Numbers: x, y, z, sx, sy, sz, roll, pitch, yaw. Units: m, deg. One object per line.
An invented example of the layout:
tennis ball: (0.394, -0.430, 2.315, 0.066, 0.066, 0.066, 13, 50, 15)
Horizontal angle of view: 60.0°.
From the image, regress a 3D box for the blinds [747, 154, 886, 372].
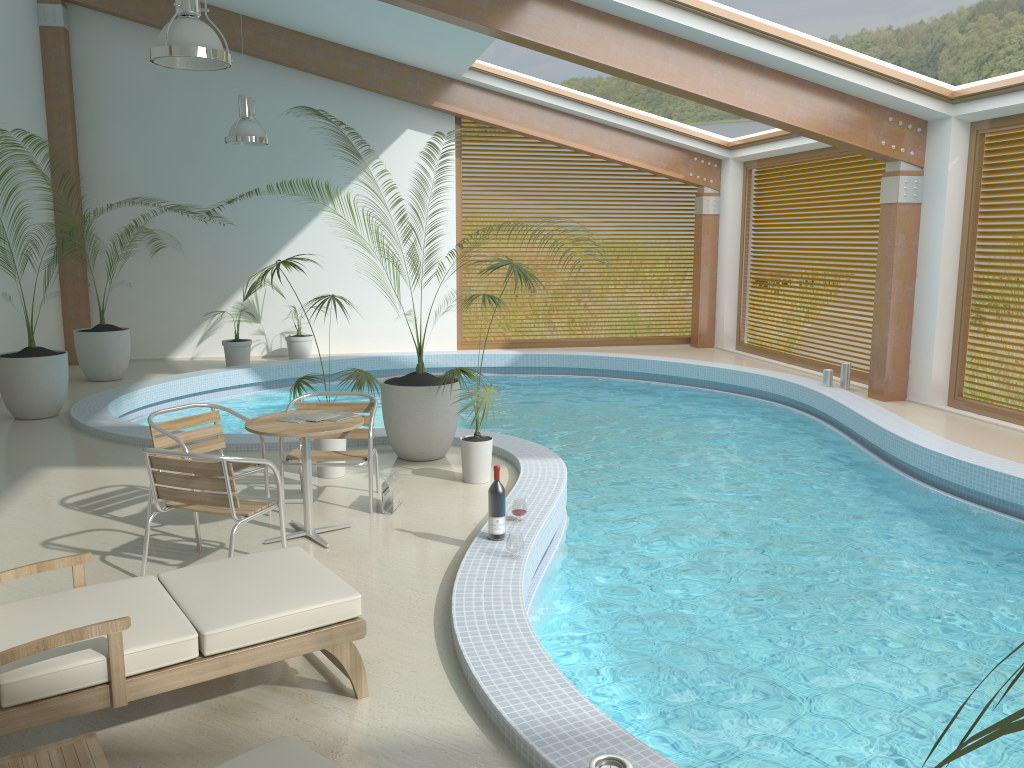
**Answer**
blinds: (4.365, -1.713, 12.480, 0.095, 2.921, 4.200, -2, 10, -12)

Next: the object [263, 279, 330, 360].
object: (-3.178, -0.991, 13.078, 1.067, 1.310, 0.822, 0, 9, -1)

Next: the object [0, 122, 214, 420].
object: (-4.811, -1.164, 9.026, 2.979, 2.960, 2.729, 9, 13, 42)

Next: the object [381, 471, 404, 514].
object: (-0.807, 0.733, 6.003, 0.081, 0.223, 0.272, 1, 9, 7)

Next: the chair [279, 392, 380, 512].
chair: (-1.235, 0.459, 6.077, 0.618, 0.727, 0.563, 0, 9, 0)

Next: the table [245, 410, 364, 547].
table: (-1.249, 0.579, 5.411, 0.700, 0.720, 0.700, 1, 9, 7)

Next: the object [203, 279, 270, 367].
object: (-3.820, -0.896, 12.501, 0.822, 1.310, 1.067, 5, 10, 27)

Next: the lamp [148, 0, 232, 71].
lamp: (-2.065, -3.029, 5.553, 0.506, 1.958, 0.505, -2, 10, -12)

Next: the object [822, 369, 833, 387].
object: (3.749, -0.078, 10.530, 0.115, 0.204, 0.115, 5, 11, 27)

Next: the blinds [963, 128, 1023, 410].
blinds: (5.458, -0.911, 7.634, 0.095, 2.921, 4.200, -2, 10, -12)

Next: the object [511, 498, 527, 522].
object: (0.045, 0.781, 5.500, 0.102, 0.137, 0.102, -1, 9, -4)

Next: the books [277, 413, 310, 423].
books: (-1.294, 0.208, 5.430, 0.166, 0.004, 0.241, 5, 11, 28)

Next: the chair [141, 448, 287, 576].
chair: (-1.631, 0.662, 4.843, 0.618, 0.727, 0.563, 3, 10, 19)

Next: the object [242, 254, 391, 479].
object: (-1.470, -0.124, 6.676, 1.059, 1.695, 0.791, 4, 10, 23)

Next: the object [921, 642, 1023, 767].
object: (1.684, 0.274, 0.389, 2.729, 2.960, 2.979, 8, 13, 41)

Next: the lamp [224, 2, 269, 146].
lamp: (-3.166, -3.836, 10.432, 0.506, 1.958, 0.505, -2, 10, -12)

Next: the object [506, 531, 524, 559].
object: (0.018, 0.885, 4.868, 0.102, 0.137, 0.102, -1, 9, -4)

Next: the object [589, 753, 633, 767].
object: (0.316, 1.255, 2.842, 0.140, 0.069, 0.140, -9, 13, -43)

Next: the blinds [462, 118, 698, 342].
blinds: (1.130, -2.673, 14.823, 4.500, 4.025, 0.099, -2, 10, -12)

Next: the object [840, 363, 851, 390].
object: (4.049, -0.094, 10.766, 0.115, 0.320, 0.115, 7, 12, 36)

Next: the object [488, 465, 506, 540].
object: (-0.088, 0.685, 5.152, 0.109, 0.435, 0.109, 4, 10, 22)

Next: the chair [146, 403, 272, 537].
chair: (-1.937, 0.528, 5.652, 0.563, 0.727, 0.618, 5, 11, 29)

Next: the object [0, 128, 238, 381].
object: (-5.140, -1.551, 11.361, 2.729, 2.960, 2.979, -6, 11, -32)

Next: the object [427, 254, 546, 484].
object: (-0.179, -0.103, 6.564, 0.791, 1.695, 1.059, -4, 10, -25)

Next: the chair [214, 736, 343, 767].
chair: (-0.979, 1.137, 1.581, 0.861, 0.866, 1.903, 8, 12, 39)

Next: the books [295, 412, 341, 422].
books: (-1.191, 0.201, 5.452, 0.166, 0.004, 0.241, 5, 11, 28)

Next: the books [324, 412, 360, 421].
books: (-1.077, 0.201, 5.478, 0.166, 0.004, 0.241, 5, 11, 28)

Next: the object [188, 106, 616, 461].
object: (-0.690, -0.830, 7.047, 2.979, 2.960, 2.729, 1, 9, 5)

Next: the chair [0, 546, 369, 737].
chair: (-1.562, 0.861, 3.248, 1.903, 0.866, 0.861, -6, 11, -34)

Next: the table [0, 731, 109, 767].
table: (-1.361, 1.270, 2.649, 0.283, 0.255, 0.320, -6, 11, -34)
